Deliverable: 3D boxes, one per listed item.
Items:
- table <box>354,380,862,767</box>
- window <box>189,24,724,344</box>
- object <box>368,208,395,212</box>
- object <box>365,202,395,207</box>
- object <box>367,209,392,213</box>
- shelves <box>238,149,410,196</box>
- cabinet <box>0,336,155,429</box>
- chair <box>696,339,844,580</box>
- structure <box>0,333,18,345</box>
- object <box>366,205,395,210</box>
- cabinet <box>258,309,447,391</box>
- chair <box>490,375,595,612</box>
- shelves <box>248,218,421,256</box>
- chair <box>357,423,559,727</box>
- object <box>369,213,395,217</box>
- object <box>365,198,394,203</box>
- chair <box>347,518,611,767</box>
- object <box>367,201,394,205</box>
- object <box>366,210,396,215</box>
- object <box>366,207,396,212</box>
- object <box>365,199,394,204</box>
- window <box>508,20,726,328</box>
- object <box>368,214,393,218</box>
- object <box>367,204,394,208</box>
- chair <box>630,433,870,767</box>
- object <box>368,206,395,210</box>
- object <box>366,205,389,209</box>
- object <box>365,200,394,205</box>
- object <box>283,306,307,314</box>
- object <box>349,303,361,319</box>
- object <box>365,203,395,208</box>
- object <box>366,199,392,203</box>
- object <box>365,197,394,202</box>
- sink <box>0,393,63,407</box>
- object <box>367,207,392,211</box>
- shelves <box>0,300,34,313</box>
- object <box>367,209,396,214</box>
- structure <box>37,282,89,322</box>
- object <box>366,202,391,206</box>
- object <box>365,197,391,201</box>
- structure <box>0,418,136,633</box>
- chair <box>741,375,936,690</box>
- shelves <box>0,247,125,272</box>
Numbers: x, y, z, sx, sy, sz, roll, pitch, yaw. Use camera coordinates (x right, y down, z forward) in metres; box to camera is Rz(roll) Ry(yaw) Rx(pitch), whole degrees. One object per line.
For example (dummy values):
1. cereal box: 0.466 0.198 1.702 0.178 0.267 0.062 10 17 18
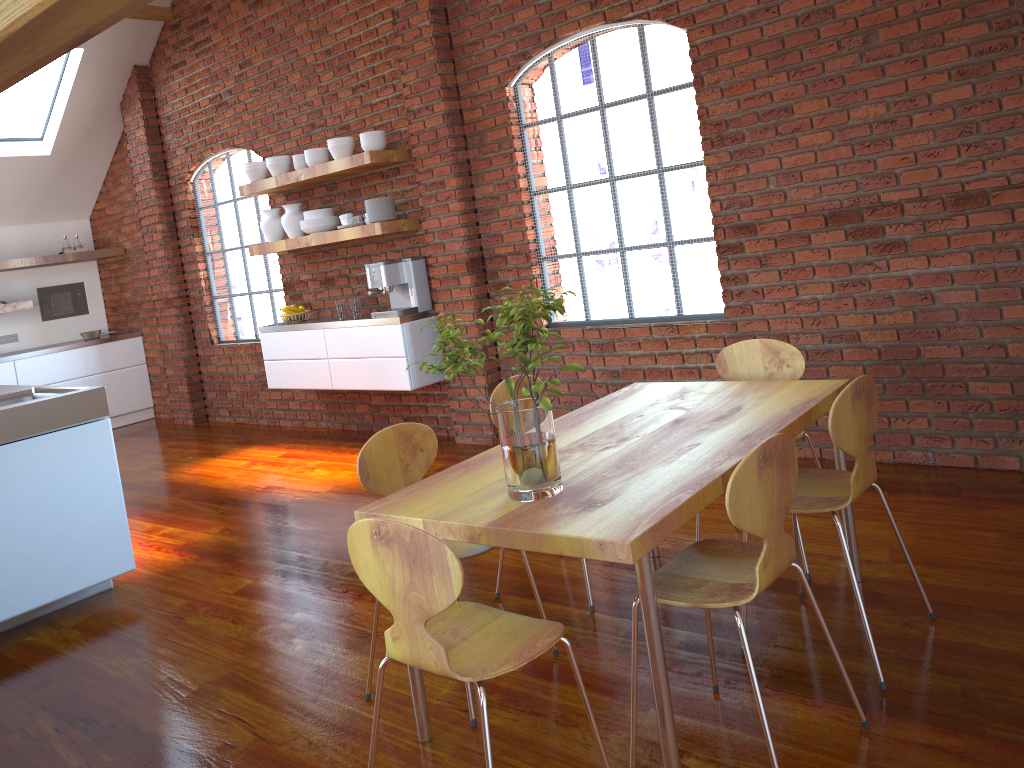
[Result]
1. table: 0.403 0.471 2.595 0.813 0.638 1.494 -3 10 38
2. window: 1.699 -1.450 6.927 17.334 9.846 3.680 -3 6 32
3. object: -0.858 -1.132 5.763 0.196 0.014 0.195 -14 11 -30
4. object: -0.863 -1.168 5.761 0.196 0.014 0.195 -14 11 -30
5. object: -0.857 -1.127 5.763 0.196 0.014 0.195 -14 11 -30
6. shelves: -1.357 -1.474 6.187 1.530 0.076 0.342 0 13 42
7. cabinet: -4.480 0.152 8.153 0.708 0.811 2.015 -3 10 42
8. chair: 0.890 0.237 3.200 0.436 0.754 0.417 -5 5 37
9. structure: -4.810 -0.429 8.400 0.032 0.079 0.162 -5 8 42
10. object: -0.860 -1.150 5.762 0.196 0.014 0.195 -14 11 -30
11. cabinet: -1.171 -0.231 6.245 1.616 0.471 0.342 0 9 42
12. chair: 0.173 0.344 3.201 0.409 0.754 0.445 -5 6 37
13. shelves: -1.291 -1.028 6.208 1.530 0.076 0.342 0 13 42
14. chair: -0.196 0.500 2.614 0.409 0.754 0.445 -5 6 37
15. object: -0.853 -1.100 5.765 0.196 0.014 0.195 -14 11 -30
16. object: -0.867 -1.196 5.760 0.196 0.014 0.195 -14 11 -30
17. chair: -0.094 0.609 1.892 0.436 0.754 0.417 -5 6 42
18. object: -0.864 -1.178 5.761 0.196 0.014 0.195 -14 11 -30
19. object: -0.856 -1.118 5.764 0.196 0.014 0.195 -14 11 -30
20. object: -0.858 -1.136 5.763 0.196 0.014 0.195 -14 11 -30
21. object: -0.866 -1.187 5.761 0.196 0.014 0.195 -14 11 -30
22. window: 0.555 -1.144 4.870 1.262 1.660 0.085 -4 5 42
23. object: -0.852 -1.095 5.765 0.196 0.014 0.195 -14 11 -30
24. object: -0.862 -1.159 5.762 0.196 0.014 0.195 -14 11 -30
25. chair: 0.504 0.493 2.051 0.409 0.754 0.445 -5 6 42
26. object: -0.860 -1.145 5.763 0.196 0.014 0.195 -14 11 -30
27. object: -0.861 -1.154 5.762 0.196 0.014 0.195 -14 11 -30
28. object: -0.865 -1.182 5.761 0.196 0.014 0.195 -14 11 -30
29. object: -1.622 -0.545 6.546 0.184 0.084 0.067 -10 6 -10
30. object: -1.068 -0.501 6.024 0.078 0.103 0.078 -12 6 -36
31. object: -0.862 -1.163 5.762 0.196 0.014 0.195 -14 11 -30
32. object: -0.866 -1.191 5.760 0.196 0.014 0.195 -14 11 -30
33. object: -0.868 -1.200 5.760 0.196 0.014 0.195 -14 11 -30
34. sink: -2.131 0.179 3.831 0.611 0.198 0.415 0 12 41
35. object: -0.859 -1.141 5.763 0.196 0.014 0.195 -14 11 -30
36. shelves: -4.930 -0.606 7.789 0.652 0.076 1.083 0 13 41
37. object: -0.856 -1.123 5.764 0.196 0.014 0.195 -14 11 -30
38. structure: -4.484 -0.826 8.800 0.013 0.332 0.464 -6 7 42
39. object: -0.864 -1.173 5.761 0.196 0.014 0.195 -14 11 -30
40. object: -0.868 -1.205 5.760 0.196 0.014 0.195 -14 11 -30
41. structure: -3.125 0.628 4.394 3.108 0.760 1.039 0 11 42
42. chair: 0.884 0.356 2.515 0.409 0.754 0.445 -5 6 42
43. shelves: -4.689 -1.085 8.111 0.652 0.076 2.009 0 13 41
